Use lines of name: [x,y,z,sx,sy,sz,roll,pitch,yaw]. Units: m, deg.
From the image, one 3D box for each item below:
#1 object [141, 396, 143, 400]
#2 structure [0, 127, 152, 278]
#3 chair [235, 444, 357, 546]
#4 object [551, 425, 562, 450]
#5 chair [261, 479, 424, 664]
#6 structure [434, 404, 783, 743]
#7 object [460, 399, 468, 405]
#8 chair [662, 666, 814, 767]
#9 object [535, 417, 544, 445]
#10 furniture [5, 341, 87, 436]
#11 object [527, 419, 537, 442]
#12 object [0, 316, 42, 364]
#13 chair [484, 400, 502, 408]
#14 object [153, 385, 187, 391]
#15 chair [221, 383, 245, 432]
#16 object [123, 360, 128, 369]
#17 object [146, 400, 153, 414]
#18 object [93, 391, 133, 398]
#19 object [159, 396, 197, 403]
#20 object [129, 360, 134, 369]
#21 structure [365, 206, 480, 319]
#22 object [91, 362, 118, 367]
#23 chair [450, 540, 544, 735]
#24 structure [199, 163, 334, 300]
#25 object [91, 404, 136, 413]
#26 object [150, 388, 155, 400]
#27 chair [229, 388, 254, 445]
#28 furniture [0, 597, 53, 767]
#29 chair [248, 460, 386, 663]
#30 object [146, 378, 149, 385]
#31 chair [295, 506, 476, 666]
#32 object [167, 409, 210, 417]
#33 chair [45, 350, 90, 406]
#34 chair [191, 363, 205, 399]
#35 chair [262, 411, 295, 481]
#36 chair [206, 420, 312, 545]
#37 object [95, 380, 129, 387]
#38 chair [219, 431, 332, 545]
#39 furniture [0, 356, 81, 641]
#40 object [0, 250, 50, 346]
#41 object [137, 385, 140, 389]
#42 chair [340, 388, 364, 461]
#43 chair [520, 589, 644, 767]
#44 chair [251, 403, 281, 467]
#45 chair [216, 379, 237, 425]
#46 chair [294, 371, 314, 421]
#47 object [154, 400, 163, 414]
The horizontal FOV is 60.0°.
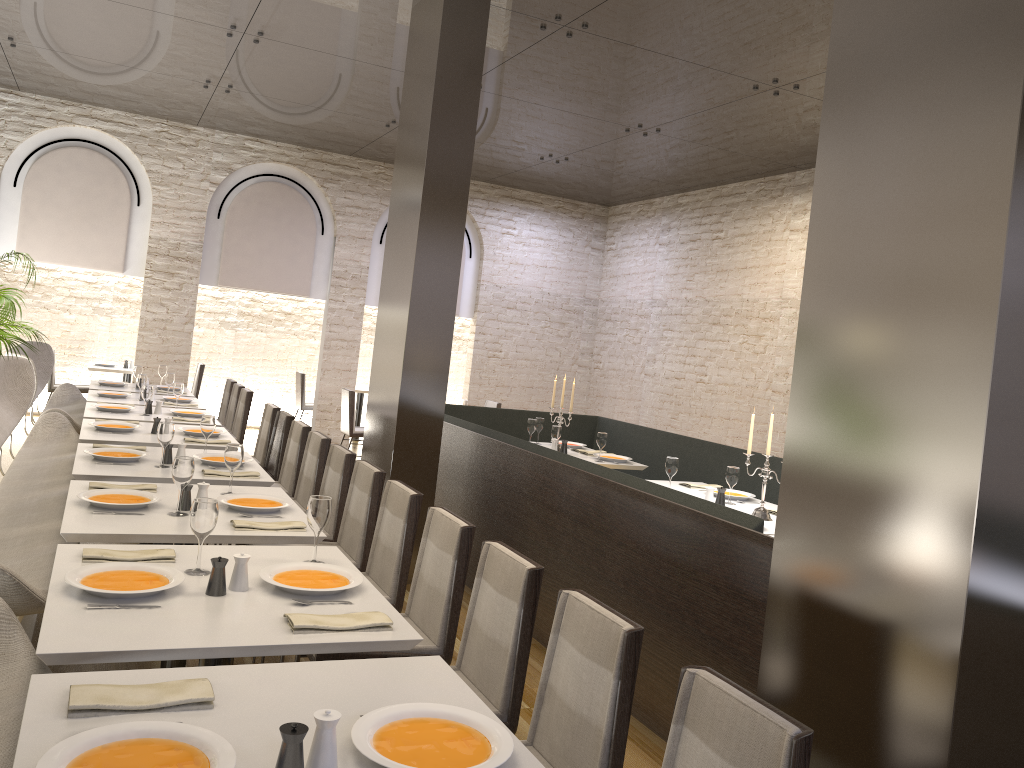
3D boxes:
object: [-3.239,0.083,7.789,0.059,0.109,0.059,6,0,11]
structure: [-5.153,-2.205,10.518,1.630,1.675,0.098,6,0,-25]
chair: [-1.214,0.793,4.873,0.564,0.906,0.412,6,0,-25]
object: [0.350,0.453,7.135,0.086,0.231,0.086,6,0,11]
chair: [-0.747,0.887,3.851,0.564,0.906,0.412,6,0,-25]
structure: [2.051,1.162,3.609,2.368,1.000,10.771,6,2,-25]
object: [-0.504,0.276,9.137,0.086,0.231,0.086,6,0,5]
chair: [0.218,1.080,1.743,0.564,0.906,0.412,6,0,-25]
object: [0.234,0.413,7.788,0.086,0.231,0.086,7,0,35]
furniture: [-4.245,0.222,8.185,0.706,1.097,2.590,6,2,-25]
object: [0.161,0.415,7.547,0.086,0.231,0.086,6,0,11]
object: [-3.855,-0.060,5.607,1.189,1.975,1.144,7,1,16]
chair: [-0.488,0.643,10.605,0.564,0.906,0.412,6,0,-25]
object: [-3.480,0.047,9.007,0.322,0.036,0.321,7,2,12]
chair: [-2.993,0.437,8.758,0.564,0.906,0.412,6,0,-25]
object: [-4.967,-0.256,11.404,0.059,0.109,0.059,6,0,-23]
object: [-2.780,0.175,6.787,0.059,0.109,0.059,6,0,11]
object: [-3.492,0.096,7.748,0.322,0.036,0.321,7,2,12]
object: [-3.006,0.142,7.971,0.322,0.036,0.321,7,2,12]
object: [-4.923,-0.254,11.475,0.059,0.109,0.059,6,0,-23]
structure: [-1.199,-1.835,12.350,1.630,1.675,0.098,6,0,-25]
object: [-5.221,-0.244,11.364,0.322,0.036,0.321,7,2,10]
chair: [-0.264,0.983,2.797,0.564,0.906,0.412,6,0,-25]
structure: [-3.112,-2.014,11.463,1.630,1.675,0.098,6,0,-25]
object: [-3.033,0.188,6.746,0.322,0.036,0.321,7,2,12]
object: [-3.194,0.086,7.860,0.059,0.109,0.059,6,0,11]
chair: [-2.760,0.483,8.249,0.564,0.906,0.412,6,0,-25]
furniture: [-0.788,0.915,0.630,0.707,1.097,4.485,6,2,-25]
chair: [-0.980,0.840,4.360,0.564,0.906,0.412,6,0,-25]
object: [-3.668,-0.009,8.895,0.059,0.109,0.059,6,0,11]
chair: [-0.499,0.936,3.311,0.564,0.906,0.412,6,0,-25]
object: [-2.547,0.234,6.969,0.322,0.036,0.321,7,2,12]
chair: [-5.604,0.045,11.197,0.564,0.906,0.412,6,0,-25]
chair: [-4.420,0.156,11.746,0.564,0.906,0.412,6,0,-25]
chair: [-1.942,0.647,6.462,0.564,0.906,0.412,6,0,-25]
chair: [-1.697,0.696,5.927,0.564,0.906,0.412,6,0,-25]
object: [-3.966,0.001,8.784,0.322,0.036,0.321,7,2,12]
chair: [-1.460,0.744,5.410,0.564,0.906,0.412,6,0,-25]
furniture: [-2.717,0.529,4.845,0.707,1.097,4.485,6,2,-25]
object: [-4.865,-0.264,7.851,1.142,1.975,1.191,6,1,-44]
object: [-3.713,-0.012,8.825,0.059,0.109,0.059,6,0,11]
chair: [-1.673,0.532,10.056,0.564,0.906,0.412,6,0,-25]
chair: [-0.029,1.030,2.283,0.564,0.906,0.412,6,0,-25]
chair: [-2.174,0.601,6.969,0.564,0.906,0.412,6,0,-25]
chair: [-3.233,0.388,9.283,0.564,0.906,0.412,6,0,-25]
chair: [-2.792,0.308,12.500,0.564,0.906,0.412,6,0,-25]
object: [-2.736,0.177,6.858,0.059,0.109,0.059,6,0,11]
